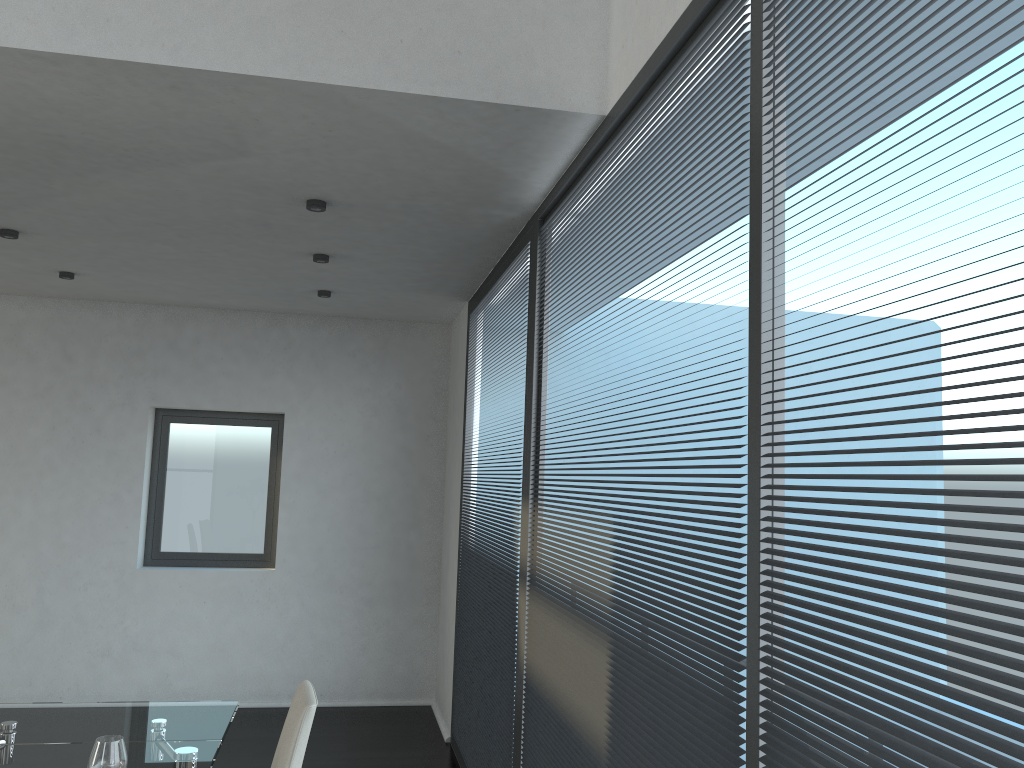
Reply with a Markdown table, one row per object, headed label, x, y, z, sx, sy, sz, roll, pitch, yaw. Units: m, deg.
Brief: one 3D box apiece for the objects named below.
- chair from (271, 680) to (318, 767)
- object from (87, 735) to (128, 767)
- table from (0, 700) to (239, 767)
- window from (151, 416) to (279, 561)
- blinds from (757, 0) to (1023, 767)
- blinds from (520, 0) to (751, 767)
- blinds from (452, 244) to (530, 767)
| label | x | y | z | sx | sy | sz | roll | pitch | yaw |
| --- | --- | --- | --- | --- | --- | --- | --- | --- | --- |
| chair | -0.871 | 1.340 | 2.413 | 0.612 | 0.959 | 0.471 | 4 | -6 | -16 |
| object | -1.068 | 1.004 | 2.342 | 0.098 | 0.132 | 0.098 | 1 | -6 | 9 |
| table | -1.230 | 1.379 | 1.842 | 0.940 | 0.731 | 2.720 | 3 | -6 | -11 |
| window | -2.098 | 0.743 | 6.307 | 0.800 | 1.000 | 0.050 | 3 | -6 | -11 |
| blinds | 0.613 | 0.356 | 0.628 | 0.018 | 2.537 | 1.874 | 3 | -6 | -11 |
| blinds | 0.246 | 0.547 | 2.530 | 0.018 | 2.537 | 1.874 | 3 | -6 | -11 |
| blinds | -0.137 | 0.747 | 4.510 | 0.018 | 2.537 | 1.787 | 3 | -6 | -11 |
